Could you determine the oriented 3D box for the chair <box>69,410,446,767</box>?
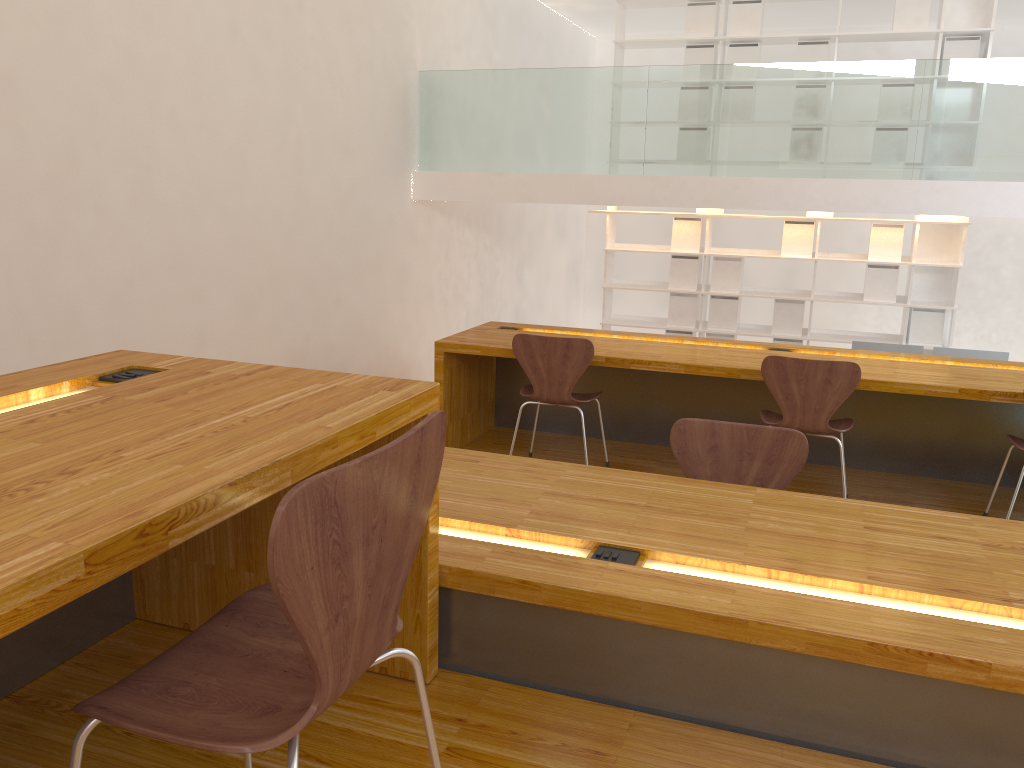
[{"bbox_3d":[-0.318,0.385,1.125,0.381,0.693,0.428,6,13,19],"label":"chair"}]

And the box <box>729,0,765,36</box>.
[{"bbox_3d":[1.915,-2.964,7.242,0.245,0.296,0.274,6,13,19],"label":"box"}]

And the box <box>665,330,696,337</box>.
[{"bbox_3d":[1.502,-0.346,7.950,0.245,0.296,0.274,6,13,19],"label":"box"}]

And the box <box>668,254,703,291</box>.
[{"bbox_3d":[1.527,-0.987,7.805,0.245,0.296,0.274,6,13,19],"label":"box"}]

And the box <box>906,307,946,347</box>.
[{"bbox_3d":[3.375,-0.479,7.229,0.245,0.296,0.274,6,13,19],"label":"box"}]

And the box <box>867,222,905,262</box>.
[{"bbox_3d":[3.038,-1.155,7.210,0.245,0.296,0.274,6,13,19],"label":"box"}]

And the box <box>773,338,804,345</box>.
[{"bbox_3d":[2.370,-0.259,7.647,0.245,0.296,0.274,6,13,19],"label":"box"}]

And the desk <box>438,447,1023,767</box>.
[{"bbox_3d":[0.273,0.613,2.092,3.185,0.606,0.760,6,13,19],"label":"desk"}]

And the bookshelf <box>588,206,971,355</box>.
[{"bbox_3d":[2.129,-0.574,7.595,2.984,1.836,0.498,6,13,19],"label":"bookshelf"}]

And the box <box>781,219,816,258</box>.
[{"bbox_3d":[2.400,-1.221,7.430,0.245,0.296,0.274,6,13,19],"label":"box"}]

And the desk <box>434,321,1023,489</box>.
[{"bbox_3d":[1.348,0.267,4.500,3.236,0.918,1.285,6,13,19],"label":"desk"}]

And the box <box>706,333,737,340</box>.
[{"bbox_3d":[1.839,-0.312,7.832,0.245,0.296,0.274,6,13,19],"label":"box"}]

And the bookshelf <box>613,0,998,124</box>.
[{"bbox_3d":[2.177,-2.586,7.150,2.984,1.836,0.498,6,13,19],"label":"bookshelf"}]

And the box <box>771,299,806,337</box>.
[{"bbox_3d":[2.365,-0.581,7.581,0.245,0.296,0.274,6,13,19],"label":"box"}]

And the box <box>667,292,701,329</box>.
[{"bbox_3d":[1.528,-0.665,7.872,0.245,0.296,0.274,6,13,19],"label":"box"}]

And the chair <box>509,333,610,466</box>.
[{"bbox_3d":[0.233,0.086,4.251,0.428,0.693,0.381,6,13,19],"label":"chair"}]

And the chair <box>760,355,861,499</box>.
[{"bbox_3d":[1.271,0.200,3.849,0.428,0.693,0.381,6,13,19],"label":"chair"}]

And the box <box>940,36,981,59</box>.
[{"bbox_3d":[3.423,-2.491,6.785,0.245,0.296,0.274,6,13,19],"label":"box"}]

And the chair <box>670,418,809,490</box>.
[{"bbox_3d":[0.590,0.486,2.478,0.428,0.693,0.381,6,13,19],"label":"chair"}]

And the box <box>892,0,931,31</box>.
[{"bbox_3d":[3.078,-2.847,6.837,0.245,0.296,0.274,6,13,19],"label":"box"}]

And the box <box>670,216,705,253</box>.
[{"bbox_3d":[1.534,-1.307,7.734,0.245,0.296,0.274,6,13,19],"label":"box"}]

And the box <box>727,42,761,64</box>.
[{"bbox_3d":[1.907,-2.644,7.313,0.245,0.296,0.274,6,13,19],"label":"box"}]

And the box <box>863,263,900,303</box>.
[{"bbox_3d":[3.029,-0.836,7.281,0.245,0.296,0.274,6,13,19],"label":"box"}]

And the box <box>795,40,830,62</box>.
[{"bbox_3d":[2.413,-2.593,7.137,0.245,0.296,0.274,6,13,19],"label":"box"}]

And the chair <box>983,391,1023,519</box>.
[{"bbox_3d":[2.185,0.292,3.531,0.428,0.693,0.381,6,13,19],"label":"chair"}]

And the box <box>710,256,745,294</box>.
[{"bbox_3d":[1.867,-0.952,7.686,0.245,0.296,0.274,6,13,19],"label":"box"}]

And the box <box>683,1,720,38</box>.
[{"bbox_3d":[1.575,-2.999,7.361,0.245,0.296,0.274,6,13,19],"label":"box"}]

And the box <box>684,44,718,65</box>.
[{"bbox_3d":[1.577,-2.677,7.428,0.245,0.296,0.274,6,13,19],"label":"box"}]

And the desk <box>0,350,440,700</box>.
[{"bbox_3d":[-1.041,0.567,0.402,0.760,0.606,3.185,6,13,19],"label":"desk"}]

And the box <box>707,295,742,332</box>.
[{"bbox_3d":[1.859,-0.632,7.757,0.245,0.296,0.274,6,13,19],"label":"box"}]
